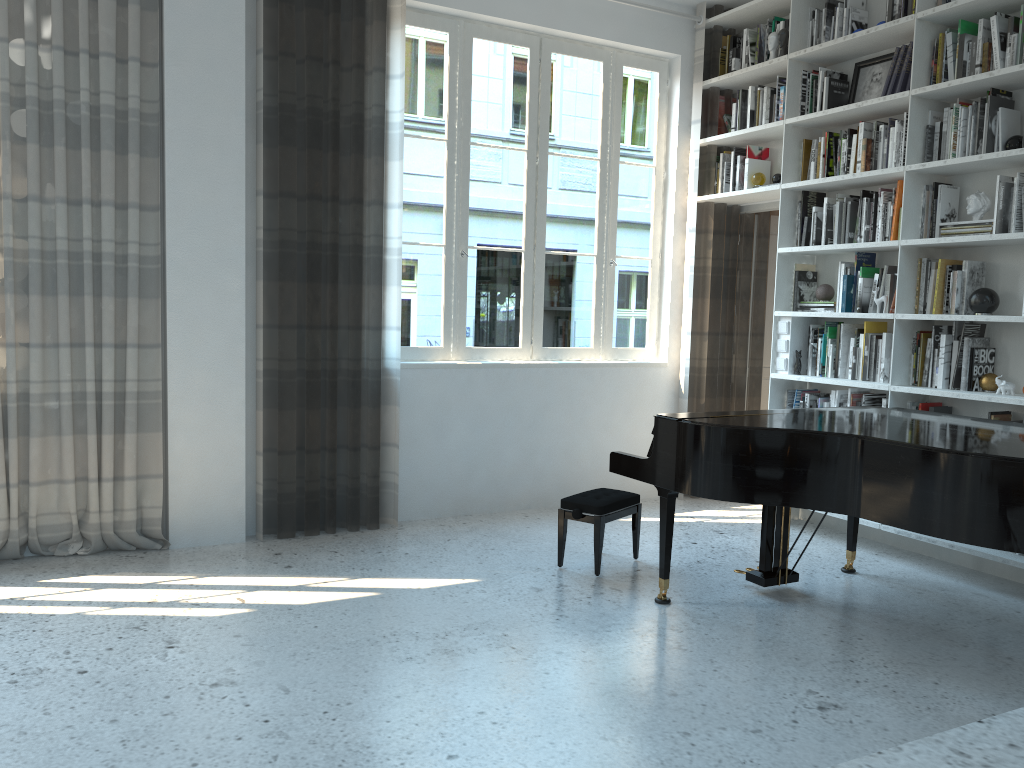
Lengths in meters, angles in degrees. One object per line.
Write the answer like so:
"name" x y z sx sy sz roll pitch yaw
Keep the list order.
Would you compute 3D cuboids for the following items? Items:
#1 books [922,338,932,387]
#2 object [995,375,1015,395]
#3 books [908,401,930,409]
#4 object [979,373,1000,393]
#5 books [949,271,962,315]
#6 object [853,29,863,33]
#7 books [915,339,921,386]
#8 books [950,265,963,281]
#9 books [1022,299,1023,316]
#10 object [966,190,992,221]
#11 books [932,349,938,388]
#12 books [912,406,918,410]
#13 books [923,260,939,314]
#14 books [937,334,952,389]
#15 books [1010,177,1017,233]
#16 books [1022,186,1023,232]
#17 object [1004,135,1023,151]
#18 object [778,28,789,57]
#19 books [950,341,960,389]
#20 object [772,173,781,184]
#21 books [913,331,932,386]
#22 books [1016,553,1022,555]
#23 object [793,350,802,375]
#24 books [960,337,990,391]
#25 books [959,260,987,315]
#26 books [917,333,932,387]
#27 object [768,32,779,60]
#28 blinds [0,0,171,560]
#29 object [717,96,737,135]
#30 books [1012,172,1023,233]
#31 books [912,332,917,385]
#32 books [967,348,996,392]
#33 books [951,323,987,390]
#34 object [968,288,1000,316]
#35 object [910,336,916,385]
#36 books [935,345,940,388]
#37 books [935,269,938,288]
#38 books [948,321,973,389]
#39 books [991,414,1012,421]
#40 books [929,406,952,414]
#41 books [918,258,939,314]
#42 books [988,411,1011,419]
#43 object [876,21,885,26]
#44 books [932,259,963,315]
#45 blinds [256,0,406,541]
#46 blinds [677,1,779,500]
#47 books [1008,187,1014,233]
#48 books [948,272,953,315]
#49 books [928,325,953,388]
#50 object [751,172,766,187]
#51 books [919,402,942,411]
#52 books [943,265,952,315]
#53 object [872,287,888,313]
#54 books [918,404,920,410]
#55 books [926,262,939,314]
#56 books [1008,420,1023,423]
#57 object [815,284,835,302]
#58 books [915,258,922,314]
"books" 2.167 -0.109 4.522 0.162 0.248 0.042 -1 6 -28
"object" 2.301 0.004 4.136 0.078 0.095 0.060 1 5 -12
"books" 2.124 0.235 4.646 0.159 0.285 0.012 -1 6 -28
"object" 2.303 -0.007 4.272 0.091 0.092 0.091 6 7 39
"books" 2.236 -0.447 4.376 0.175 0.216 0.028 -1 6 -28
"object" 1.908 -1.908 4.876 0.082 0.083 0.082 6 7 39
"books" 2.144 -0.109 4.564 0.157 0.239 0.030 -1 6 -28
"books" 2.239 -0.466 4.419 0.142 0.248 0.028 -1 6 -28
"books" 2.408 -0.451 4.072 0.159 0.285 0.012 -1 6 -28
"object" 2.270 -0.866 4.317 0.121 0.157 0.095 0 5 -15
"books" 2.192 -0.079 4.485 0.157 0.196 0.024 -1 6 -28
"books" 2.133 0.246 4.632 0.134 0.266 0.023 -1 6 -28
"books" 2.167 -0.491 4.525 0.154 0.275 0.026 -1 6 -28
"books" 2.208 -0.112 4.437 0.185 0.269 0.027 -1 6 -28
"books" 2.377 -0.816 4.115 0.151 0.267 0.022 -1 6 -28
"books" 2.403 -0.791 4.078 0.149 0.225 0.048 -1 6 -28
"object" 2.334 -1.102 4.105 0.097 0.098 0.097 4 5 20
"object" 1.596 -1.991 5.219 0.067 0.198 0.067 3 6 14
"books" 2.242 -0.094 4.411 0.135 0.241 0.028 -1 6 -28
"object" 1.635 -1.257 5.449 0.071 0.072 0.071 6 7 39
"books" 2.137 -0.133 4.582 0.146 0.283 0.013 -1 6 -28
"books" 2.401 0.646 4.099 0.180 0.275 0.012 -1 6 -28
"object" 1.668 -0.125 5.175 0.045 0.147 0.045 3 6 10
"books" 2.264 -0.097 4.334 0.163 0.261 0.027 -1 6 -28
"books" 2.263 -0.470 4.356 0.144 0.266 0.028 -1 6 -28
"books" 2.147 -0.124 4.540 0.181 0.273 0.012 -1 6 -28
"object" 1.558 -1.998 5.290 0.067 0.198 0.067 3 6 14
"blinds" -2.133 -0.801 4.068 1.025 3.265 0.183 -1 6 -29
"object" 1.416 -1.741 5.842 0.176 0.296 0.035 -1 6 -28
"books" 2.375 -0.824 4.094 0.167 0.286 0.012 -1 6 -28
"books" 2.139 -0.130 4.599 0.147 0.276 0.013 -1 6 -28
"books" 2.288 -0.071 4.321 0.160 0.212 0.023 -1 6 -28
"books" 2.248 -0.134 4.365 0.166 0.328 0.050 -1 6 -28
"object" 2.278 -0.397 4.280 0.134 0.135 0.133 4 5 20
"object" 2.134 -0.121 4.611 0.161 0.254 0.012 -1 6 -28
"books" 2.199 -0.087 4.462 0.172 0.215 0.021 -1 6 -28
"books" 2.193 -0.462 4.472 0.153 0.228 0.025 -1 6 -28
"books" 2.241 -0.145 4.428 0.138 0.339 0.013 -1 6 -28
"books" 2.333 0.282 4.246 0.142 0.271 0.012 -1 6 -28
"books" 2.186 0.252 4.541 0.146 0.274 0.026 -1 6 -28
"books" 2.151 -0.498 4.544 0.145 0.285 0.025 -1 6 -28
"books" 2.332 0.274 4.258 0.159 0.285 0.012 -1 6 -28
"object" 1.983 -1.895 4.738 0.082 0.083 0.082 6 7 39
"books" 2.187 -0.483 4.437 0.190 0.275 0.026 -1 6 -28
"blinds" -0.963 -0.801 4.705 0.776 3.235 0.139 -1 6 -28
"blinds" 1.495 -0.842 6.029 0.776 3.235 0.139 -1 6 -28
"books" 2.379 -0.798 4.145 0.137 0.227 0.024 -1 6 -28
"books" 2.230 -0.445 4.395 0.180 0.208 0.011 -1 6 -28
"books" 2.180 -0.139 4.494 0.166 0.313 0.014 -1 6 -28
"object" 1.537 -1.274 5.527 0.087 0.088 0.086 4 5 20
"books" 2.155 0.240 4.582 0.161 0.288 0.013 -1 6 -28
"books" 2.214 -0.466 4.430 0.153 0.244 0.014 -1 6 -28
"object" 1.924 -0.439 4.643 0.044 0.140 0.081 -4 8 -44
"books" 2.147 0.242 4.591 0.149 0.282 0.010 -1 6 -28
"books" 2.176 -0.482 4.495 0.166 0.263 0.036 -1 6 -28
"books" 2.363 0.299 4.172 0.187 0.252 0.022 -1 6 -28
"object" 1.814 -0.526 5.137 0.105 0.107 0.105 6 7 39
"books" 2.145 -0.501 4.575 0.159 0.285 0.012 -1 6 -28
